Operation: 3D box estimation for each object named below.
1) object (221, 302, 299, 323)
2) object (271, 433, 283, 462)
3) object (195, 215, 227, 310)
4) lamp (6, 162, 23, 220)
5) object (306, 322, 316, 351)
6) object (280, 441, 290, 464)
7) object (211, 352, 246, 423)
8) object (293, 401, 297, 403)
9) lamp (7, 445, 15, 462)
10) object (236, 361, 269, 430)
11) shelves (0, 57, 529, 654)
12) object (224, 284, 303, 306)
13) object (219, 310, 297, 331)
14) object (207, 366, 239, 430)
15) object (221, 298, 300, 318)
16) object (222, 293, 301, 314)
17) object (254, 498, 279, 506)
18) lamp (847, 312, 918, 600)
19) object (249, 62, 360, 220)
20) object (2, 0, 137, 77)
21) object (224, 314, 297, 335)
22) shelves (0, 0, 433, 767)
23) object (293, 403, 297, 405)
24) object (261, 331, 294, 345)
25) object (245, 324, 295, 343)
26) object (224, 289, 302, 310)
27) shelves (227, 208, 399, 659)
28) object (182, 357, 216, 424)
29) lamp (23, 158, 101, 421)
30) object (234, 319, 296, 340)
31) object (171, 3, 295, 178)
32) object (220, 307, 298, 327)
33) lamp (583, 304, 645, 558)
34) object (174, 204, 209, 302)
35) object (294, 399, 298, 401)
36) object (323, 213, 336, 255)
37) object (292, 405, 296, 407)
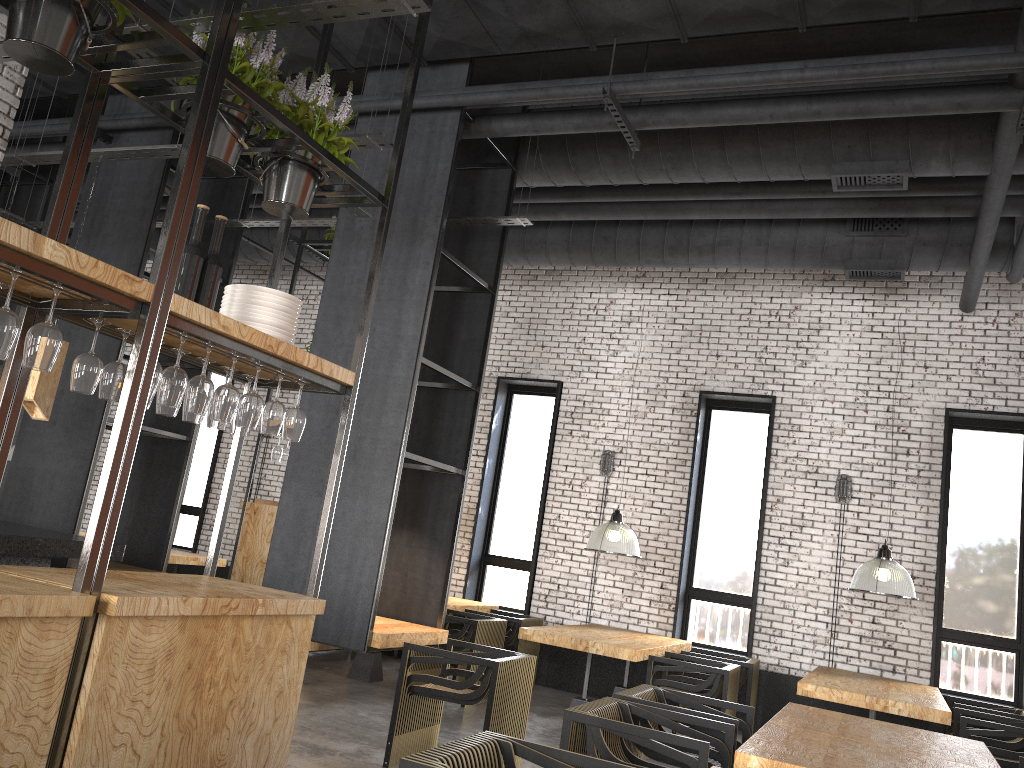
[{"bbox_3d":[-1.101,-0.295,3.868,0.335,0.043,0.333,7,-11,8],"label":"object"},{"bbox_3d":[-2.221,0.602,8.422,0.100,0.268,0.101,15,-13,-28],"label":"object"},{"bbox_3d":[-1.222,-0.452,3.576,0.098,0.473,0.098,12,-12,-13],"label":"object"},{"bbox_3d":[-3.069,-0.684,5.234,0.127,1.400,0.127,4,-13,24],"label":"lamp"},{"bbox_3d":[-1.833,-0.281,8.832,0.467,0.561,0.415,11,-11,-10],"label":"object"},{"bbox_3d":[-2.168,0.634,8.545,0.100,0.268,0.101,15,-13,-28],"label":"object"},{"bbox_3d":[-1.106,0.014,3.461,0.101,0.268,0.100,11,-12,-12],"label":"object"},{"bbox_3d":[-1.962,0.215,8.620,0.335,0.039,0.333,9,-10,0],"label":"object"},{"bbox_3d":[-5.969,-0.156,11.437,0.535,2.415,0.535,14,-12,-23],"label":"lamp"},{"bbox_3d":[-1.049,0.048,3.592,0.101,0.268,0.100,11,-12,-12],"label":"object"},{"bbox_3d":[-3.097,-0.594,7.422,6.150,4.384,0.998,4,-12,24],"label":"shelves"},{"bbox_3d":[-1.090,-0.370,3.885,0.334,0.039,0.333,9,-10,-2],"label":"object"},{"bbox_3d":[-1.106,-0.260,3.862,0.334,0.041,0.333,-2,-15,46],"label":"object"},{"bbox_3d":[-1.254,0.062,3.840,0.101,0.268,0.100,11,-12,-12],"label":"object"},{"bbox_3d":[-1.099,-0.313,3.873,0.334,0.041,0.333,10,-11,-6],"label":"object"},{"bbox_3d":[-1.096,-0.332,3.877,0.334,0.044,0.333,10,-11,-5],"label":"object"},{"bbox_3d":[-2.157,1.158,8.446,0.411,0.050,0.409,4,-11,23],"label":"object"},{"bbox_3d":[3.194,0.544,7.452,0.535,2.415,0.536,15,-13,-29],"label":"lamp"},{"bbox_3d":[-0.966,-1.042,4.014,0.416,0.561,0.465,5,-12,18],"label":"object"},{"bbox_3d":[-1.500,-1.328,2.933,0.416,0.561,0.466,10,-11,-8],"label":"object"},{"bbox_3d":[-1.110,-0.241,3.858,0.334,0.039,0.333,11,-11,-9],"label":"object"},{"bbox_3d":[-1.568,-0.931,2.613,0.690,5.038,3.643,4,-12,24],"label":"shelves"},{"bbox_3d":[-1.966,0.233,8.616,0.334,0.044,0.333,10,-11,-5],"label":"object"},{"bbox_3d":[-1.120,-0.185,3.847,0.334,0.046,0.333,8,-11,5],"label":"object"},{"bbox_3d":[-1.115,-0.203,3.851,0.334,0.037,0.333,11,-11,-9],"label":"object"},{"bbox_3d":[-1.092,-0.351,3.880,0.335,0.039,0.333,9,-10,0],"label":"object"},{"bbox_3d":[-1.638,0.327,9.410,0.690,5.039,2.322,4,-12,24],"label":"shelves"},{"bbox_3d":[-1.310,0.029,3.709,0.101,0.268,0.100,11,-12,-12],"label":"object"},{"bbox_3d":[-2.488,-0.567,4.953,0.127,1.553,0.127,4,-13,24],"label":"lamp"},{"bbox_3d":[-1.112,-0.222,3.854,0.334,0.040,0.333,11,-11,-11],"label":"object"},{"bbox_3d":[-1.188,-1.148,3.629,0.416,0.561,0.465,2,-13,32],"label":"object"},{"bbox_3d":[-1.105,-0.275,3.865,0.335,0.039,0.333,2,-12,32],"label":"object"},{"bbox_3d":[1.106,0.390,8.387,0.535,2.415,0.536,15,-13,-29],"label":"lamp"},{"bbox_3d":[-1.263,-0.477,3.480,0.098,0.473,0.098,12,-12,-13],"label":"object"},{"bbox_3d":[-1.959,0.196,8.624,0.334,0.039,0.333,9,-10,-2],"label":"object"},{"bbox_3d":[-1.705,-1.374,9.065,0.416,0.561,0.465,9,-11,-1],"label":"object"},{"bbox_3d":[-1.968,0.252,8.612,0.334,0.041,0.333,10,-11,-6],"label":"object"}]
